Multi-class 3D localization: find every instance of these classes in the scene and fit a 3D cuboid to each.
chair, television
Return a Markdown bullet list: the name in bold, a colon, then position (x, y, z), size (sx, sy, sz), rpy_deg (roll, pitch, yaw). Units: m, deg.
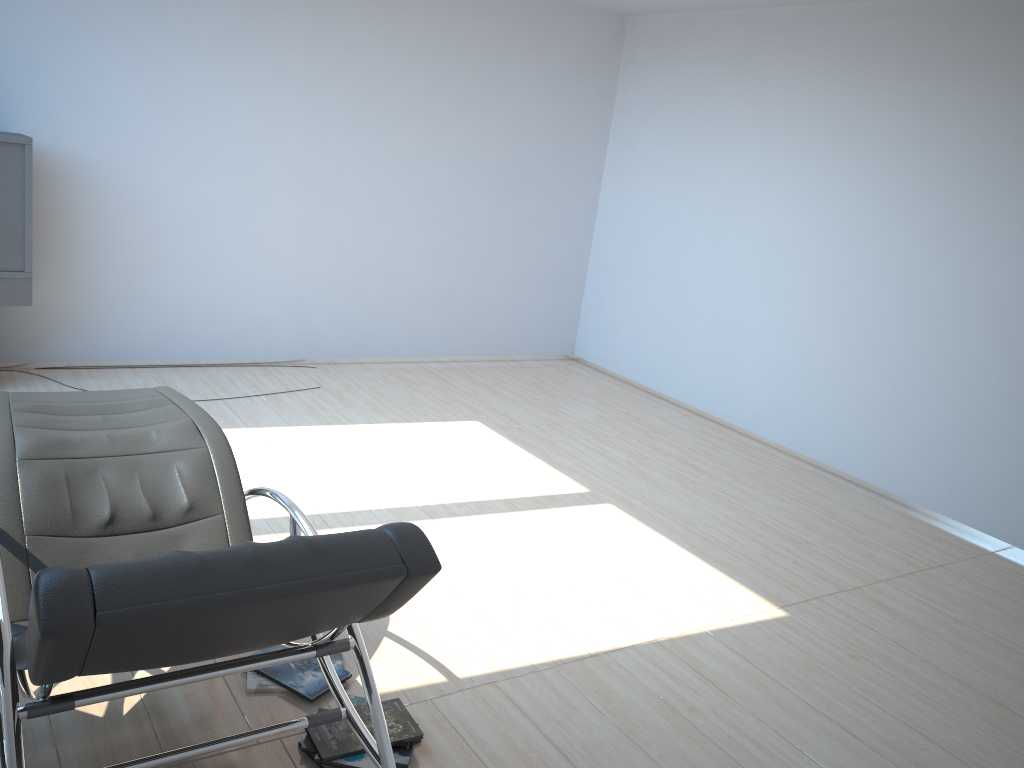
- **chair**: position (-1.027, 0.521, 2.488), size (0.836, 0.953, 2.114), rpy_deg (-2, 18, -34)
- **television**: position (-3.500, -0.667, 4.670), size (1.686, 1.446, 0.400), rpy_deg (-4, 19, -39)

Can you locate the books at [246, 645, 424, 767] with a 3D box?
- **books**: position (-2.305, 0.399, 3.702), size (4.790, 0.222, 1.045), rpy_deg (14, 16, 21)
